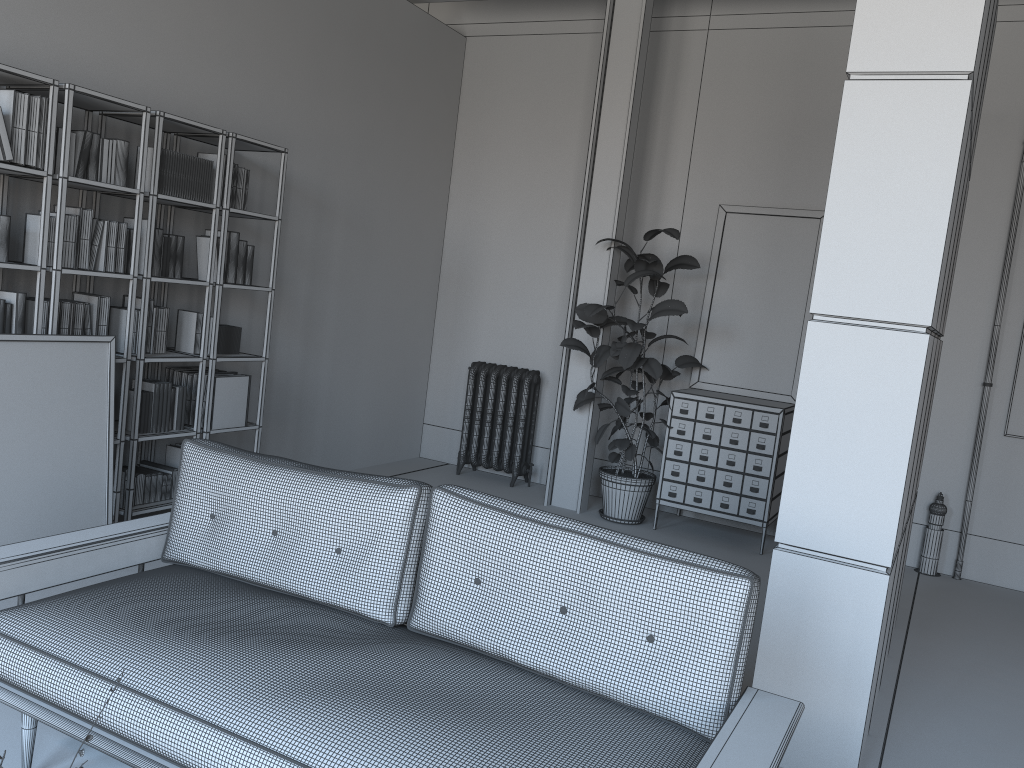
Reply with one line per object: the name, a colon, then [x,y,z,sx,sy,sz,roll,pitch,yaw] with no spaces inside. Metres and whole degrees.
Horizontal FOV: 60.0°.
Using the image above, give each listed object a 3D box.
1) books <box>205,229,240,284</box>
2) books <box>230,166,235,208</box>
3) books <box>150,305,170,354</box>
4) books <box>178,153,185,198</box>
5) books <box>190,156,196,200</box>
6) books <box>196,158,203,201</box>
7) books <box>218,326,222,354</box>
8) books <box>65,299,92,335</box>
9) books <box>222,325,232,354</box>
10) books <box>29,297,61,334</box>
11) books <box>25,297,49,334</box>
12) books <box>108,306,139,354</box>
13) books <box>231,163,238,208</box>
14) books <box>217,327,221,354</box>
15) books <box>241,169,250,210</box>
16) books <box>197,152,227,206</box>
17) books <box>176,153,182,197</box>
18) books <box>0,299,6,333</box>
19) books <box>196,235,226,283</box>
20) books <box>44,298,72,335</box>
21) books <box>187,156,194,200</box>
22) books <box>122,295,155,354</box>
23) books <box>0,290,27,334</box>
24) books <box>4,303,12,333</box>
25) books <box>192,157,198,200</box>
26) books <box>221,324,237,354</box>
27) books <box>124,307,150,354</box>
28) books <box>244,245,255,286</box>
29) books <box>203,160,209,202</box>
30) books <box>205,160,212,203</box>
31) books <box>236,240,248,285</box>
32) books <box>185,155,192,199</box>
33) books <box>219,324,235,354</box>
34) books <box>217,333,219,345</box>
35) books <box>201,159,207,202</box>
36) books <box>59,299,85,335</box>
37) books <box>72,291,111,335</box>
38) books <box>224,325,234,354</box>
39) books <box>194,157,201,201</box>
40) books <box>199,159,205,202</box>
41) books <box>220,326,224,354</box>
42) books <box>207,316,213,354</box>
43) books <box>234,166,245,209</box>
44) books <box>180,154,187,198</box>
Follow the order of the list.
books: [-1.695,-0.742,5.171,0.224,0.304,0.071,10,6,26]
books: [-1.690,-1.138,5.105,0.194,0.241,0.030,9,6,23]
books: [-2.007,-0.304,4.908,0.193,0.265,0.091,10,6,26]
books: [-1.826,-1.115,4.728,0.182,0.240,0.016,10,6,26]
books: [-1.791,-1.117,4.798,0.182,0.240,0.016,10,6,26]
books: [-1.769,-1.119,4.840,0.182,0.240,0.016,10,6,26]
books: [-1.783,-0.263,5.269,0.134,0.177,0.012,10,6,26]
books: [-2.227,-0.292,4.523,0.193,0.267,0.084,10,6,25]
books: [-1.746,-0.265,5.341,0.134,0.177,0.012,10,6,26]
books: [-2.306,-0.284,4.337,0.193,0.265,0.062,10,6,26]
books: [-2.330,-0.282,4.277,0.193,0.265,0.062,10,6,26]
books: [-2.092,-0.288,4.751,0.178,0.244,0.057,10,6,26]
books: [-1.675,-1.148,5.132,0.189,0.258,0.027,10,6,26]
books: [-1.788,-0.262,5.259,0.134,0.177,0.012,10,6,26]
books: [-1.625,-1.143,5.206,0.168,0.243,0.029,9,6,22]
books: [-1.713,-1.163,5.058,0.243,0.299,0.048,10,6,26]
books: [-1.833,-1.114,4.714,0.182,0.240,0.016,10,6,26]
books: [-2.407,-0.268,4.062,0.189,0.258,0.027,9,6,16]
books: [-1.730,-0.718,5.106,0.195,0.268,0.084,10,6,27]
books: [-2.281,-0.287,4.397,0.193,0.265,0.062,10,6,26]
books: [-1.798,-1.117,4.784,0.182,0.240,0.016,10,6,26]
books: [-2.064,-0.328,4.866,0.222,0.303,0.038,10,6,26]
books: [-2.378,-0.289,4.138,0.243,0.299,0.048,9,6,16]
books: [-2.399,-0.262,4.092,0.194,0.241,0.030,8,6,13]
books: [-1.784,-1.118,4.812,0.182,0.240,0.016,10,6,26]
books: [-1.730,-0.266,5.372,0.134,0.177,0.012,10,6,26]
books: [-2.055,-0.288,4.799,0.178,0.244,0.057,10,6,26]
books: [-1.636,-0.718,5.335,0.180,0.244,0.057,10,6,26]
books: [-1.748,-1.120,4.882,0.182,0.240,0.016,10,6,26]
books: [-1.741,-1.121,4.896,0.182,0.240,0.016,10,6,26]
books: [-1.674,-0.727,5.262,0.195,0.266,0.091,10,6,26]
books: [-1.805,-1.116,4.770,0.182,0.240,0.016,10,6,26]
books: [-1.735,-0.266,5.362,0.134,0.177,0.012,10,6,26]
books: [-1.793,-0.262,5.248,0.134,0.177,0.012,10,6,26]
books: [-1.755,-1.120,4.868,0.182,0.240,0.016,10,6,26]
books: [-2.241,-0.287,4.449,0.193,0.265,0.062,10,6,26]
books: [-2.190,-0.316,4.586,0.222,0.303,0.071,10,6,26]
books: [-1.741,-0.265,5.351,0.134,0.177,0.012,10,6,26]
books: [-1.776,-1.118,4.826,0.182,0.240,0.016,10,6,26]
books: [-1.762,-1.119,4.854,0.182,0.240,0.016,10,6,26]
books: [-1.777,-0.263,5.279,0.134,0.177,0.012,10,6,26]
books: [-1.832,-0.293,5.241,0.176,0.232,0.015,10,6,26]
books: [-1.652,-1.144,5.166,0.180,0.248,0.054,10,6,26]
books: [-1.819,-1.115,4.742,0.182,0.240,0.016,10,6,26]
